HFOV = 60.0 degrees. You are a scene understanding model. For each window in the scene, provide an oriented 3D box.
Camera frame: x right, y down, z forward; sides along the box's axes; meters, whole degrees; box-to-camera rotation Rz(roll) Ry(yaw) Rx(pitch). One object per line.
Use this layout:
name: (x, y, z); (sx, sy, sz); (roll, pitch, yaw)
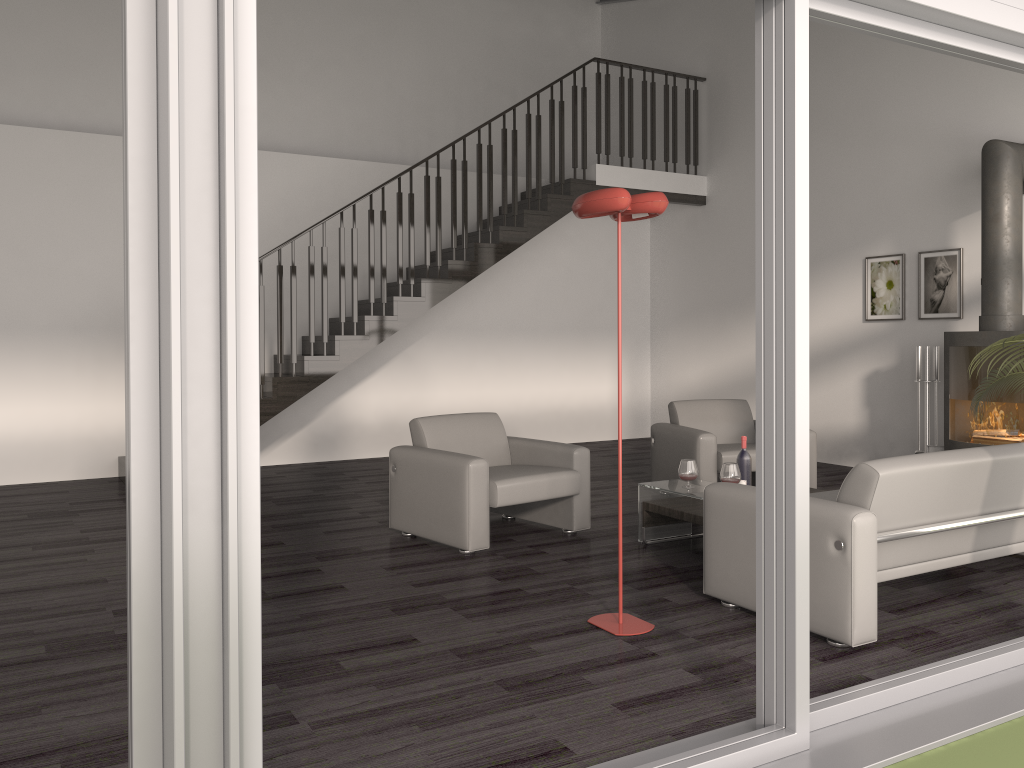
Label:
window: (0.795, -0.675, 2.528); (9.748, 3.470, 0.385); (-2, 1, -30)

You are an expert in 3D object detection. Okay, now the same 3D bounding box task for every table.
table: (1.079, 0.758, 4.986); (0.400, 0.341, 0.681); (-1, 3, -30)
table: (1.427, 0.801, 5.185); (1.200, 0.250, 0.600); (-2, 3, -30)

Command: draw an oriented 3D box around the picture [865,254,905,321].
picture: (3.310, -0.851, 7.865); (0.026, 0.577, 0.394); (-1, 1, -30)

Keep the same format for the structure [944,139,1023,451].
structure: (3.855, -0.493, 6.601); (1.116, 2.673, 0.818); (-1, 1, -30)

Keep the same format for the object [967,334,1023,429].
object: (3.492, 0.078, 5.311); (2.120, 1.666, 1.719); (-2, 2, -35)

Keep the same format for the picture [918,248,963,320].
picture: (3.577, -0.829, 7.400); (0.026, 0.577, 0.394); (-1, 1, -30)

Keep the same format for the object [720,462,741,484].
object: (1.203, 0.514, 4.881); (0.116, 0.155, 0.116); (-1, 2, -39)

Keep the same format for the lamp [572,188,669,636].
lamp: (0.447, 0.107, 3.676); (0.353, 1.787, 0.365); (-1, 1, -30)

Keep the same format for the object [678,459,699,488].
object: (1.000, 0.508, 5.030); (0.116, 0.155, 0.116); (-1, 2, -21)

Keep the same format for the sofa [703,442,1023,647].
sofa: (1.962, 0.613, 4.218); (2.115, 0.717, 0.902); (-2, 2, -30)

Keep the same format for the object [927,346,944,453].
object: (3.393, 0.224, 7.073); (0.145, 1.052, 0.075); (0, 1, 21)

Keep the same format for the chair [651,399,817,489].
chair: (1.646, 0.495, 6.617); (0.963, 0.717, 0.911); (-1, 2, -15)

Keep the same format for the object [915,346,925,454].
object: (3.248, 0.209, 7.061); (0.078, 1.019, 0.167); (0, 1, 22)

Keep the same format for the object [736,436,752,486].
object: (1.360, 0.491, 5.196); (0.093, 0.370, 0.093); (-1, 1, -31)

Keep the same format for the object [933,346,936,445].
object: (3.457, 0.218, 7.151); (0.113, 1.048, 0.041); (0, 1, 15)

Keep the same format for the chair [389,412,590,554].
chair: (-0.118, 0.562, 5.430); (0.963, 0.717, 0.910); (-2, 3, -40)

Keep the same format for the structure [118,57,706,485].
structure: (-0.482, -1.299, 8.937); (6.344, 4.092, 1.000); (-2, 1, -30)

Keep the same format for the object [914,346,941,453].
object: (3.348, 0.257, 7.141); (0.400, 1.125, 0.401); (0, 1, 20)
